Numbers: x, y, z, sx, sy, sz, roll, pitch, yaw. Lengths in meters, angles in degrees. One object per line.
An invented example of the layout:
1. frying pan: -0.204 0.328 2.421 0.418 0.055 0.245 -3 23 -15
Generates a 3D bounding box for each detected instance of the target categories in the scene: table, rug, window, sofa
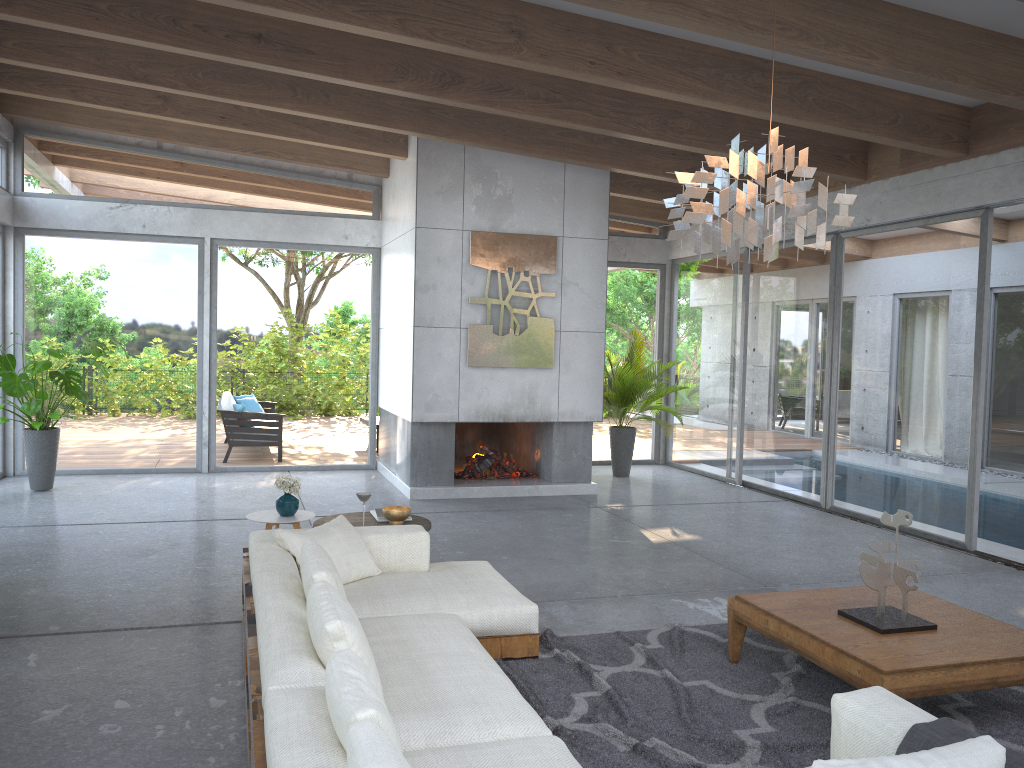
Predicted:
1. table: 1.740 1.257 4.072 1.048 0.352 1.112 1 3 -18
2. rug: 1.184 1.393 3.962 3.186 0.056 2.187 1 3 -17
3. window: 1.773 -0.421 3.691 14.294 3.764 23.280 1 3 -18
4. table: -0.868 1.079 5.502 0.725 0.441 0.725 3 3 34
5. sofa: 0.009 1.111 3.420 1.965 0.777 3.733 1 3 -18

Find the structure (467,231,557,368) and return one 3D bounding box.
1. structure: 0.005 -0.842 8.972 0.919 1.351 0.041 1 3 -18

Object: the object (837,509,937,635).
1. object: 1.720 0.821 4.066 0.346 0.518 0.379 1 3 -18

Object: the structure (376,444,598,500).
1. structure: -0.378 0.813 10.119 2.012 0.595 2.203 1 3 -18

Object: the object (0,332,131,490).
1. object: -4.715 0.262 8.832 1.416 1.540 1.731 2 3 2

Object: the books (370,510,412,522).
1. books: -0.779 0.844 5.700 0.220 0.015 0.303 1 3 -18

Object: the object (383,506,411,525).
1. object: -0.711 0.816 5.467 0.173 0.097 0.173 -1 3 -38

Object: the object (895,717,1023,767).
1. object: 1.153 1.303 2.272 0.857 0.704 0.472 0 3 -21

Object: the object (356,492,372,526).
1. object: -0.885 0.761 5.293 0.099 0.212 0.099 2 3 13

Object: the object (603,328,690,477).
1. object: 1.357 0.207 10.737 1.484 1.819 1.798 1 3 -11

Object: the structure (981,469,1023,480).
1. structure: 7.730 1.413 7.878 0.477 0.068 13.673 1 3 -18

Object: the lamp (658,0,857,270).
1. lamp: 0.902 -1.169 3.571 0.862 1.400 0.636 3 3 29

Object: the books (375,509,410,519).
1. books: -0.771 0.831 5.700 0.205 0.012 0.290 1 3 -12
